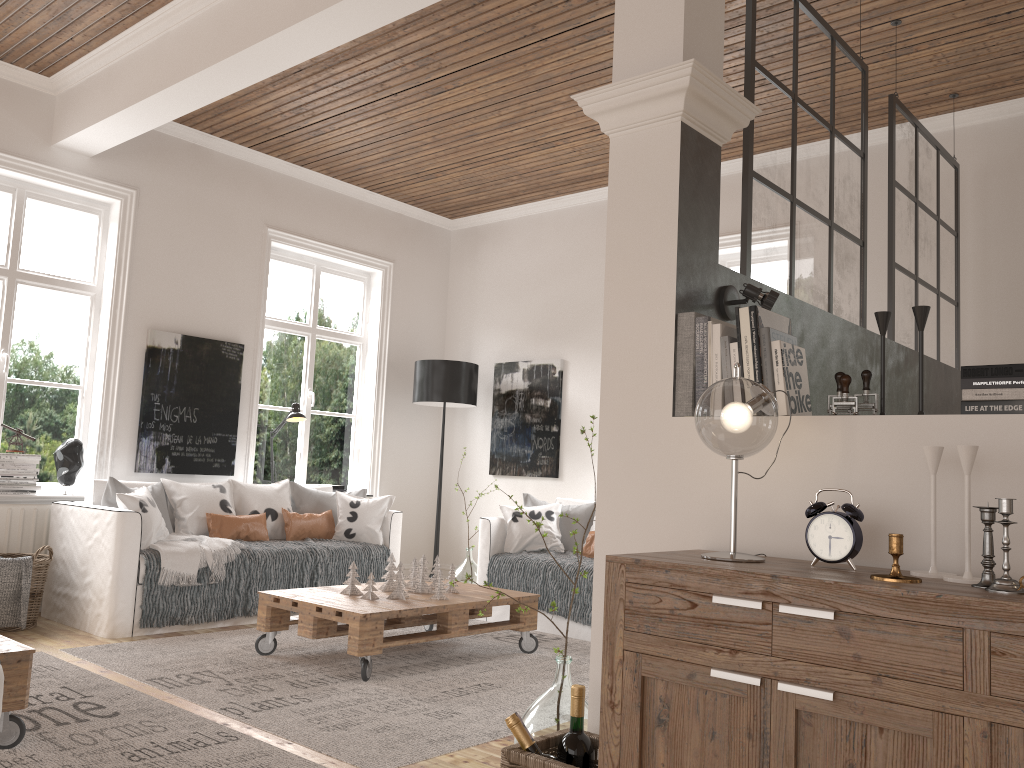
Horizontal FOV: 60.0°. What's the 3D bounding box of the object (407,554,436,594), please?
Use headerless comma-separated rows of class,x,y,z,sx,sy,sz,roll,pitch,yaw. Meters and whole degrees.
object,-0.449,0.955,4.474,0.113,0.195,0.107,8,-8,-42

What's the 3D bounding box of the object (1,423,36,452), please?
object,-2.836,0.310,5.090,0.177,0.161,0.092,2,-6,9

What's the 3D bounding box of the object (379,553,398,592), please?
object,-0.614,0.951,4.500,0.112,0.193,0.106,5,-6,-21

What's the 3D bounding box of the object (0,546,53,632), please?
object,-2.629,1.050,4.626,0.393,0.432,0.393,6,-7,-27

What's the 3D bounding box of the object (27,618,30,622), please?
object,-2.635,1.162,4.619,0.280,0.186,0.291,0,-7,27

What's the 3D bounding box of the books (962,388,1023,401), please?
books,1.093,0.030,1.849,0.242,0.023,0.191,-2,-8,39

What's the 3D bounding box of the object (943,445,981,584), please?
object,0.865,0.246,1.683,0.084,0.256,0.084,1,-6,19

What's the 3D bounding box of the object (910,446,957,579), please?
object,0.839,0.253,1.766,0.084,0.256,0.084,1,-6,19

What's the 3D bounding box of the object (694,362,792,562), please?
object,0.562,0.490,1.972,0.395,1.062,0.180,7,-7,-34

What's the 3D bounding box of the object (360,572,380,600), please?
object,-0.668,0.949,4.181,0.068,0.124,0.072,0,-7,26

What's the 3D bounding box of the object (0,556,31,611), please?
object,-2.667,1.036,4.566,0.303,0.332,0.367,-1,-7,32

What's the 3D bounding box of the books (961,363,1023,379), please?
books,1.099,-0.018,1.858,0.239,0.028,0.190,-3,-8,43

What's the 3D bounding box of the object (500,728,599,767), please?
object,0.160,1.005,2.099,0.276,0.270,0.276,-2,-8,41

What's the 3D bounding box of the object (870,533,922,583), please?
object,0.712,0.321,1.645,0.088,0.085,0.088,9,-8,-44

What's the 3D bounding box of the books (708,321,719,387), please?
books,0.568,-0.028,2.323,0.019,0.243,0.205,-2,-8,41

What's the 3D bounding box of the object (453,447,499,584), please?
object,-0.197,1.027,6.486,0.515,1.117,0.275,7,-7,-32

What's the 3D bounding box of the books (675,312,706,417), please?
books,0.512,-0.041,2.369,0.050,0.271,0.200,-2,-8,41

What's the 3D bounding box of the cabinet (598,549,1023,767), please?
cabinet,0.849,0.734,1.520,1.432,0.750,0.408,-2,-8,41

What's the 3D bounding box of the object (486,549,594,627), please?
object,0.680,1.201,5.192,1.704,0.390,0.656,-2,-8,41

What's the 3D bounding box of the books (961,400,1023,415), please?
books,1.103,0.057,1.845,0.258,0.032,0.191,-3,-8,43

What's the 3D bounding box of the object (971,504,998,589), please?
object,0.855,0.288,1.591,0.055,0.153,0.055,3,-6,1

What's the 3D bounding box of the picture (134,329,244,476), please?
picture,-2.113,0.141,5.857,0.041,0.908,0.680,-2,-8,41

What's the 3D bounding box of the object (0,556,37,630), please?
object,-2.613,1.058,4.583,0.290,0.356,0.349,5,-6,-20

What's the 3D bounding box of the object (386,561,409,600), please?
object,-0.541,0.935,4.246,0.097,0.178,0.103,2,-6,4

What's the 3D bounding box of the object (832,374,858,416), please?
object,0.774,0.028,2.057,0.058,0.102,0.032,-2,-7,36

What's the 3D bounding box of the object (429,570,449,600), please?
object,-0.347,0.966,4.276,0.073,0.142,0.072,8,-8,-41

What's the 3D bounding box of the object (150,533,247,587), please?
object,-1.855,0.969,5.054,0.729,0.255,0.588,-3,-8,45

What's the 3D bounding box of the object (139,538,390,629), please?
object,-1.566,1.151,5.363,0.651,0.423,1.680,-2,-8,41

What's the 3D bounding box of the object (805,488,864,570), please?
object,0.669,0.300,1.843,0.120,0.165,0.050,-2,-8,41

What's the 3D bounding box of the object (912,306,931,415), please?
object,0.933,-0.047,2.023,0.085,0.259,0.085,4,-6,-8

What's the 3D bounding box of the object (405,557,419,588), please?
object,-0.507,0.984,4.635,0.090,0.164,0.095,8,-8,-42

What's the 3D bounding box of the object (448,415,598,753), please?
object,0.044,0.643,2.687,0.515,1.117,0.275,2,-6,8

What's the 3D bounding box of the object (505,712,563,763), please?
object,0.110,0.954,2.074,0.284,0.332,0.095,1,-6,20

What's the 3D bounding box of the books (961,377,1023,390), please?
books,1.106,0.008,1.852,0.258,0.023,0.212,-2,-8,41

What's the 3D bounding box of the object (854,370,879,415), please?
object,0.829,0.024,2.074,0.032,0.117,0.058,7,-8,-38

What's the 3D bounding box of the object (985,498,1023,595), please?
object,0.853,0.278,1.531,0.066,0.160,0.066,3,-6,1

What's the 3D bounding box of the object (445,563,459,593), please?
object,-0.309,0.993,4.548,0.075,0.147,0.075,5,-6,-17

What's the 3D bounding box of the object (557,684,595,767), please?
object,0.157,0.942,2.198,0.095,0.377,0.095,4,-6,-13

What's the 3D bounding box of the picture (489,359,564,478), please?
picture,0.107,0.271,6.973,0.680,0.908,0.041,-2,-8,41

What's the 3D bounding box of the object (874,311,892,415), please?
object,0.881,-0.041,2.106,0.085,0.259,0.085,4,-6,-8

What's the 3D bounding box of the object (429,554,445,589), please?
object,-0.398,0.988,4.676,0.090,0.176,0.090,2,-6,3

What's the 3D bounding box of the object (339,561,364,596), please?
object,-0.770,0.938,4.301,0.088,0.161,0.093,8,-8,-39

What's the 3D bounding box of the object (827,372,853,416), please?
object,0.789,0.029,2.131,0.058,0.117,0.032,1,-6,15

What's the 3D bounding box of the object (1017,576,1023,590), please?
object,0.929,0.305,1.468,0.124,0.100,0.124,6,-7,-26

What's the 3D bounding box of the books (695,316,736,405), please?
books,0.546,-0.035,2.335,0.046,0.257,0.193,-2,-8,41

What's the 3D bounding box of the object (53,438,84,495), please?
object,-2.650,0.492,5.293,0.171,0.340,0.177,4,-6,-13

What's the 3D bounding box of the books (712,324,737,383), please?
books,0.581,-0.025,2.312,0.031,0.236,0.200,-2,-8,41
